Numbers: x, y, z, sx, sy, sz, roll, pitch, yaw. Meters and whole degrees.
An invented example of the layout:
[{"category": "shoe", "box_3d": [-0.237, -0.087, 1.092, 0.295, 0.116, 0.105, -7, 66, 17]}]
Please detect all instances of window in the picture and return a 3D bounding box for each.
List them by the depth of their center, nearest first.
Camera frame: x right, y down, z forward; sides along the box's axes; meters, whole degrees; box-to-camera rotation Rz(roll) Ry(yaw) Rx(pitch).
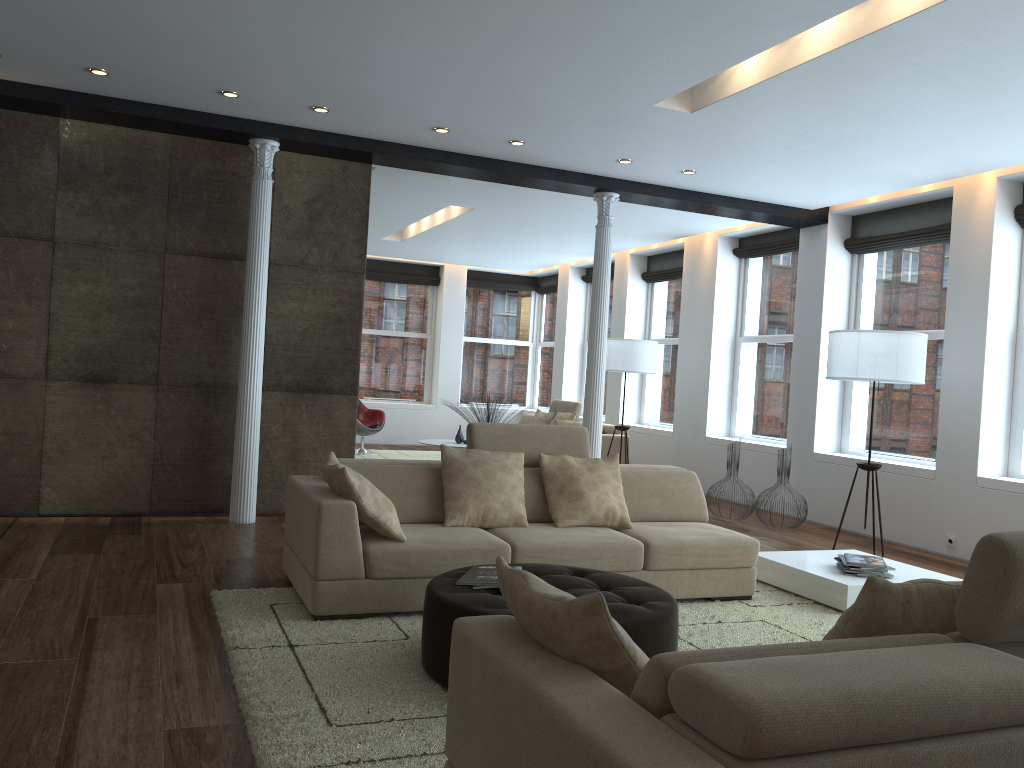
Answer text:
[{"category": "window", "box_3d": [4.276, -0.361, 6.349, 0.123, 2.400, 1.442, 3, 1, -22]}, {"category": "window", "box_3d": [3.578, -0.418, 8.047, 0.123, 2.400, 1.432, 3, 1, -22]}, {"category": "window", "box_3d": [2.889, -0.474, 9.722, 0.123, 2.400, 1.391, 3, 1, -22]}, {"category": "window", "box_3d": [2.103, -0.538, 11.633, 0.123, 2.400, 1.345, 3, 1, -22]}, {"category": "window", "box_3d": [1.420, -0.594, 13.292, 0.123, 2.400, 1.444, 3, 1, -22]}, {"category": "window", "box_3d": [-1.970, -0.812, 14.699, 1.420, 2.400, 0.123, 3, 1, -22]}, {"category": "window", "box_3d": [-0.263, -0.714, 15.397, 1.474, 2.400, 0.123, 3, 1, -22]}, {"category": "window", "box_3d": [4.039, 0.092, 23.016, 34.761, 17.917, 13.698, 3, 1, -22]}]

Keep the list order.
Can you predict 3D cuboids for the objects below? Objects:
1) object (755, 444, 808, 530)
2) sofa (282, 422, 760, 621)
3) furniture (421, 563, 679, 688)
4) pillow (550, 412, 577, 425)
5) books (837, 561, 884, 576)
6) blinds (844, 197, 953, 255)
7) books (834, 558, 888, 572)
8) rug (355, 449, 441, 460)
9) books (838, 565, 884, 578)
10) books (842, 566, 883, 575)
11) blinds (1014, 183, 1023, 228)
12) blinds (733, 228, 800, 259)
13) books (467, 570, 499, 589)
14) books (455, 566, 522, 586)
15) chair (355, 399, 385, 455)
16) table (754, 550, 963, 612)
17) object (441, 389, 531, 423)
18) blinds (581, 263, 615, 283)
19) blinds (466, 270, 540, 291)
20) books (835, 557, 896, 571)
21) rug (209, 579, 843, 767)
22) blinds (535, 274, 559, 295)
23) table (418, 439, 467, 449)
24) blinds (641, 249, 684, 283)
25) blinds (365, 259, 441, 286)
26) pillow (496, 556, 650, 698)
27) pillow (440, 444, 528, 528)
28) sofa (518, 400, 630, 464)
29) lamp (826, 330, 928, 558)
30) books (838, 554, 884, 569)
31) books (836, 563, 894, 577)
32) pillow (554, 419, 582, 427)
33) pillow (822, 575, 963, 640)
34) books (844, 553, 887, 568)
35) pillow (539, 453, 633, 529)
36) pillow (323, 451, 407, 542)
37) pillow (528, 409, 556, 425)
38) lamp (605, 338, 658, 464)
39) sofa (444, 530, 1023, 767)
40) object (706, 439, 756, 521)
[{"category": "object", "box_3d": [2.478, 0.927, 8.114, 0.458, 0.781, 0.458, 3, 1, -23]}, {"category": "sofa", "box_3d": [0.081, 0.722, 5.110, 2.581, 0.950, 1.021, 3, 1, -22]}, {"category": "furniture", "box_3d": [0.156, 1.017, 3.704, 1.057, 0.355, 1.057, 3, 1, -21]}, {"category": "pillow", "box_3d": [0.613, 0.569, 11.669, 0.301, 0.439, 0.534, 3, 1, -26]}, {"category": "books", "box_3d": [2.089, 1.104, 5.326, 0.220, 0.010, 0.300, 4, 0, 13]}, {"category": "blinds", "box_3d": [3.568, -1.434, 8.009, 0.183, 0.395, 1.431, 3, 1, -22]}, {"category": "books", "box_3d": [2.091, 1.085, 5.326, 0.220, 0.010, 0.300, 4, 0, 3]}, {"category": "rug", "box_3d": [-0.707, 1.086, 11.440, 2.972, 0.020, 4.231, 3, 1, -22]}, {"category": "books", "box_3d": [2.088, 1.123, 5.326, 0.220, 0.010, 0.300, 4, 0, 13]}, {"category": "books", "box_3d": [2.115, 1.096, 5.320, 0.220, 0.010, 0.300, 4, 1, 28]}, {"category": "blinds", "box_3d": [4.281, -1.370, 6.315, 0.156, 0.424, 1.439, 3, 1, -22]}, {"category": "blinds", "box_3d": [2.897, -1.549, 9.689, 0.156, 0.275, 1.396, 3, 1, -22]}, {"category": "books", "box_3d": [-0.070, 0.825, 3.776, 0.219, 0.031, 0.300, 3, 0, -7]}, {"category": "books", "box_3d": [-0.096, 0.816, 3.781, 0.220, 0.040, 0.301, 4, 0, 12]}, {"category": "chair", "box_3d": [-2.165, 0.571, 12.598, 0.810, 0.818, 0.669, 3, 1, -43]}, {"category": "table", "box_3d": [2.105, 1.213, 5.513, 0.900, 0.170, 0.900, 3, 1, -22]}, {"category": "object", "box_3d": [-0.385, 0.572, 13.494, 1.119, 1.014, 1.125, 3, 1, -36]}, {"category": "blinds", "box_3d": [1.429, -1.669, 13.257, 0.156, 0.275, 1.442, 3, 1, -22]}, {"category": "blinds", "box_3d": [-0.180, -1.766, 15.302, 1.442, 0.312, 0.155, 3, 1, -22]}, {"category": "books", "box_3d": [2.116, 1.077, 5.320, 0.220, 0.010, 0.300, 3, 0, -7]}, {"category": "rug", "box_3d": [0.950, 1.249, 4.063, 4.231, 0.020, 2.972, 3, 1, -22]}, {"category": "blinds", "box_3d": [0.737, -1.699, 14.936, 0.156, 0.327, 1.377, 3, 1, -22]}, {"category": "table", "box_3d": [-0.612, 0.894, 10.439, 1.022, 0.393, 1.022, 4, 1, 22]}, {"category": "blinds", "box_3d": [2.107, -1.554, 11.601, 0.156, 0.393, 1.342, 3, 1, -22]}, {"category": "blinds", "box_3d": [-1.872, -1.837, 14.603, 1.422, 0.363, 0.156, 3, 1, -22]}, {"category": "pillow", "box_3d": [0.187, 0.645, 2.205, 0.395, 0.393, 0.518, 3, 1, -26]}, {"category": "pillow", "box_3d": [-0.151, 0.579, 5.025, 0.534, 0.439, 0.301, 3, 1, -19]}, {"category": "sofa", "box_3d": [0.497, 0.690, 11.901, 1.018, 0.950, 2.581, 3, 1, -22]}, {"category": "lamp", "box_3d": [2.723, 0.477, 6.742, 0.698, 1.728, 0.698, 3, 0, 1]}, {"category": "books", "box_3d": [2.092, 1.065, 5.325, 0.220, 0.010, 0.300, 4, 0, 13]}, {"category": "books", "box_3d": [2.113, 1.115, 5.320, 0.220, 0.010, 0.300, 3, 0, -2]}, {"category": "pillow", "box_3d": [0.681, 0.602, 10.876, 0.518, 0.393, 0.395, 3, 1, -26]}, {"category": "pillow", "box_3d": [0.980, 0.671, 2.275, 0.534, 0.439, 0.301, 3, 1, -26]}, {"category": "books", "box_3d": [2.117, 1.057, 5.320, 0.220, 0.010, 0.300, 4, 1, 18]}, {"category": "pillow", "box_3d": [0.430, 0.623, 5.251, 0.519, 0.416, 0.368, 3, 1, -18]}, {"category": "pillow", "box_3d": [-0.763, 0.568, 4.515, 0.395, 0.393, 0.518, 3, 1, -19]}, {"category": "pillow", "box_3d": [0.363, 0.559, 12.242, 0.368, 0.416, 0.519, 3, 1, -27]}, {"category": "lamp", "box_3d": [1.283, 0.358, 10.244, 0.698, 1.728, 0.698, 3, 0, 1]}, {"category": "sofa", "box_3d": [1.202, 0.813, 2.386, 2.581, 0.950, 1.021, 3, 1, -22]}, {"category": "object", "box_3d": [2.100, 0.901, 8.462, 0.458, 0.781, 0.458, 3, 1, -23]}]
